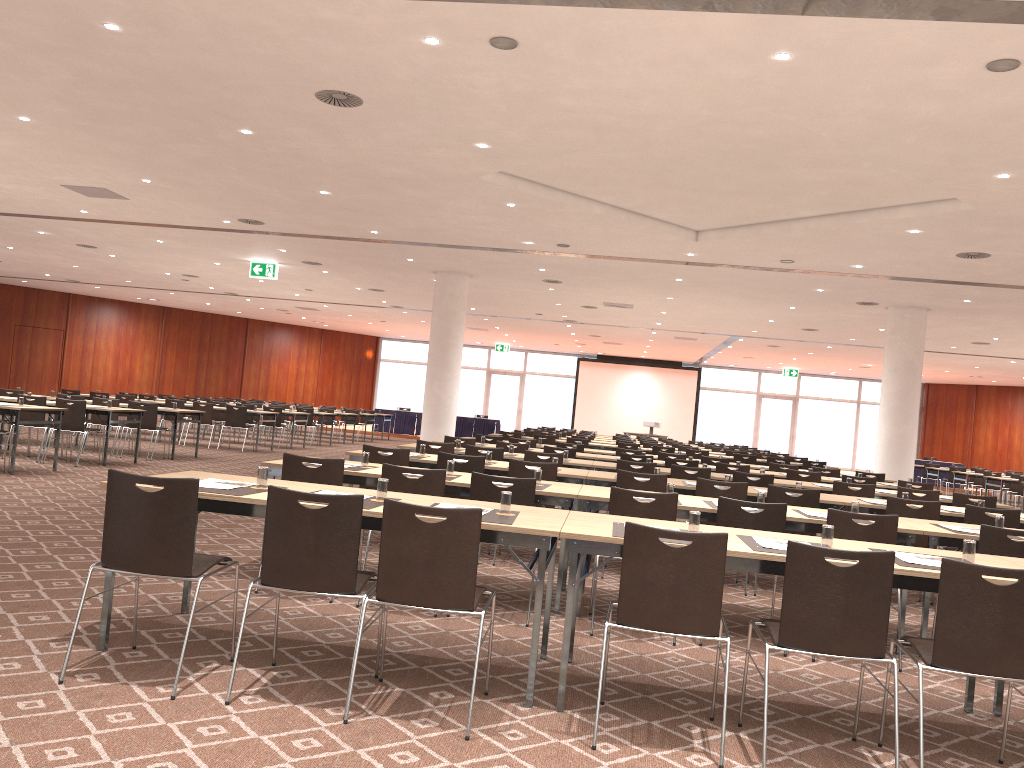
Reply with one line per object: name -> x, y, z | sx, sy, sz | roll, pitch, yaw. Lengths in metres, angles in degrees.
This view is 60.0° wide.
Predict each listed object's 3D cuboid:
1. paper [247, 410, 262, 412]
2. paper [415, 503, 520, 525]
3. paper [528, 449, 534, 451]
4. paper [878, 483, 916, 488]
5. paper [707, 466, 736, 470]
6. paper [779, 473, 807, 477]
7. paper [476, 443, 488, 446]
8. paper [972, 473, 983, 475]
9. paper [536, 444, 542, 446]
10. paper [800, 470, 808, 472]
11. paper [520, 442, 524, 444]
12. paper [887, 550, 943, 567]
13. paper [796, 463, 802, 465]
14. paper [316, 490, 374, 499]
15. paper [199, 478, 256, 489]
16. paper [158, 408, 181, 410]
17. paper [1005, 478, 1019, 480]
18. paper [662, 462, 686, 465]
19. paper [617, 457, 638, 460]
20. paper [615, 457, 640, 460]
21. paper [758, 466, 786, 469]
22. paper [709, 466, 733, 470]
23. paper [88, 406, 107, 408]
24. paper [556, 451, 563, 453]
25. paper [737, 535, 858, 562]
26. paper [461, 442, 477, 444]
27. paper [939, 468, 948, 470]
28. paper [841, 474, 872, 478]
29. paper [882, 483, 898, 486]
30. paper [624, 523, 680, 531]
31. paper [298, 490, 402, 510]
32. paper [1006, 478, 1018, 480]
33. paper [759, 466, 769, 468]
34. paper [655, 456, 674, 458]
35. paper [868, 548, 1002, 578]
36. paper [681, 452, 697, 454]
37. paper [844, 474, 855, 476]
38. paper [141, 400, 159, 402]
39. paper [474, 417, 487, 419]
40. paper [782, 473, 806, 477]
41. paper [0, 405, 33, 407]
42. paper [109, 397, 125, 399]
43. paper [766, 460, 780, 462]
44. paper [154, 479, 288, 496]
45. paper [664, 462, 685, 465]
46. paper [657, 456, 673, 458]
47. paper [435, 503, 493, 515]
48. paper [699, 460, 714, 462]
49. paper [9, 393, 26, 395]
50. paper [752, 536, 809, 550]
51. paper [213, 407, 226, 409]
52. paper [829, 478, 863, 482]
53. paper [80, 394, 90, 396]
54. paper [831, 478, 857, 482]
paper -> -5.599, 0.556, 18.696 | 0.460, 0.003, 0.565 | 5, -2, 8
paper -> -0.208, 0.650, 4.461 | 0.460, 0.003, 0.565 | 5, -2, 5
paper -> 0.062, 0.905, 12.492 | 0.460, 0.003, 0.565 | 5, -2, 6
paper -> 5.166, 1.362, 11.860 | 0.460, 0.003, 0.565 | 5, -2, 7
paper -> 2.927, 1.162, 12.155 | 0.460, 0.003, 0.565 | 5, -2, 6
paper -> 3.904, 1.250, 12.022 | 0.460, 0.003, 0.565 | 5, -2, 6
paper -> -0.600, 0.847, 12.584 | 0.460, 0.003, 0.565 | 5, -2, 5
paper -> 11.955, 2.303, 22.645 | 0.460, 0.003, 0.565 | 5, -2, 5
paper -> 0.261, 0.981, 14.483 | 0.460, 0.003, 0.565 | 5, -2, 5
paper -> 4.770, 1.385, 13.929 | 0.460, 0.003, 0.565 | 5, -2, 10
paper -> 0.248, 0.977, 14.531 | 0.283, 0.006, 0.398 | 5, -2, 7
paper -> 2.001, 0.846, 4.270 | 0.283, 0.006, 0.398 | 5, -2, 10
paper -> 5.814, 1.580, 17.348 | 0.460, 0.003, 0.565 | 5, -2, 3
paper -> -0.919, 0.585, 4.620 | 0.283, 0.006, 0.398 | 5, -2, 10
paper -> -1.553, 0.528, 4.698 | 0.283, 0.006, 0.398 | 5, -2, 7
paper -> -6.004, 0.419, 15.229 | 0.460, 0.003, 0.565 | 5, -2, 4
paper -> 11.760, 2.229, 20.669 | 0.460, 0.003, 0.565 | 5, -2, 8
paper -> 2.296, 1.105, 12.208 | 0.460, 0.003, 0.565 | 5, -2, 8
paper -> 1.618, 1.043, 12.373 | 0.283, 0.006, 0.398 | 5, -2, 5
paper -> 1.669, 1.049, 12.283 | 0.460, 0.003, 0.565 | 5, -2, 4
paper -> 4.137, 1.329, 14.024 | 0.460, 0.003, 0.565 | 5, -2, 8
paper -> 2.878, 1.156, 12.212 | 0.283, 0.006, 0.398 | 5, -2, 6
paper -> -6.249, 0.337, 13.300 | 0.283, 0.006, 0.398 | 5, -2, 6
paper -> 0.639, 0.955, 12.483 | 0.283, 0.006, 0.398 | 5, -2, 7
paper -> 1.359, 0.791, 4.292 | 0.460, 0.003, 0.565 | 5, -2, 6
paper -> -0.619, 0.842, 12.640 | 0.283, 0.006, 0.398 | 5, -2, 9
paper -> 12.223, 2.386, 24.655 | 0.460, 0.003, 0.565 | 5, -2, 5
paper -> 5.393, 1.442, 13.885 | 0.460, 0.003, 0.565 | 5, -2, 8
paper -> 5.168, 1.361, 11.952 | 0.283, 0.006, 0.398 | 5, -2, 8
paper -> 0.706, 0.730, 4.418 | 0.283, 0.006, 0.398 | 5, -2, 5
paper -> -0.866, 0.591, 4.550 | 0.460, 0.003, 0.565 | 5, -2, 9
paper -> 11.692, 2.221, 20.749 | 0.283, 0.006, 0.398 | 5, -2, 6
paper -> 4.066, 1.320, 14.095 | 0.283, 0.006, 0.398 | 5, -2, 7
paper -> 2.535, 1.185, 14.222 | 0.460, 0.003, 0.565 | 5, -2, 6
paper -> 2.013, 0.850, 4.237 | 0.460, 0.003, 0.565 | 5, -2, 8
paper -> 3.555, 1.377, 17.597 | 0.460, 0.003, 0.565 | 5, -2, 8
paper -> 5.361, 1.436, 13.924 | 0.283, 0.006, 0.398 | 5, -2, 5
paper -> -7.817, 0.358, 18.970 | 0.460, 0.003, 0.565 | 5, -2, 8
paper -> -1.156, 1.218, 31.819 | 0.460, 0.003, 0.565 | 5, -2, 7
paper -> 3.846, 1.242, 12.084 | 0.283, 0.006, 0.398 | 5, -2, 8
paper -> -6.465, 0.262, 11.249 | 0.460, 0.003, 0.565 | 5, -2, 6
paper -> -8.468, 0.299, 19.033 | 0.460, 0.003, 0.565 | 5, -2, 4
paper -> 5.153, 1.518, 17.480 | 0.283, 0.006, 0.398 | 5, -2, 4
paper -> -1.495, 0.535, 4.604 | 0.460, 0.003, 0.565 | 5, -2, 10
paper -> 2.255, 1.100, 12.302 | 0.283, 0.006, 0.398 | 5, -2, 11
paper -> 2.477, 1.178, 14.290 | 0.283, 0.006, 0.398 | 5, -2, 6
paper -> -0.265, 0.643, 4.547 | 0.283, 0.006, 0.398 | 5, -2, 9
paper -> 3.118, 1.235, 14.218 | 0.283, 0.006, 0.398 | 5, -2, 8
paper -> -8.866, 0.162, 15.544 | 0.460, 0.003, 0.565 | 5, -2, 8
paper -> 1.346, 0.788, 4.344 | 0.283, 0.006, 0.398 | 5, -2, 8
paper -> -6.240, 0.499, 18.782 | 0.460, 0.003, 0.565 | 5, -2, 4
paper -> 4.567, 1.310, 11.973 | 0.460, 0.003, 0.565 | 5, -2, 6
paper -> -9.119, 0.241, 19.113 | 0.460, 0.003, 0.565 | 5, -2, 8
paper -> 4.493, 1.301, 12.028 | 0.283, 0.006, 0.398 | 5, -2, 7
